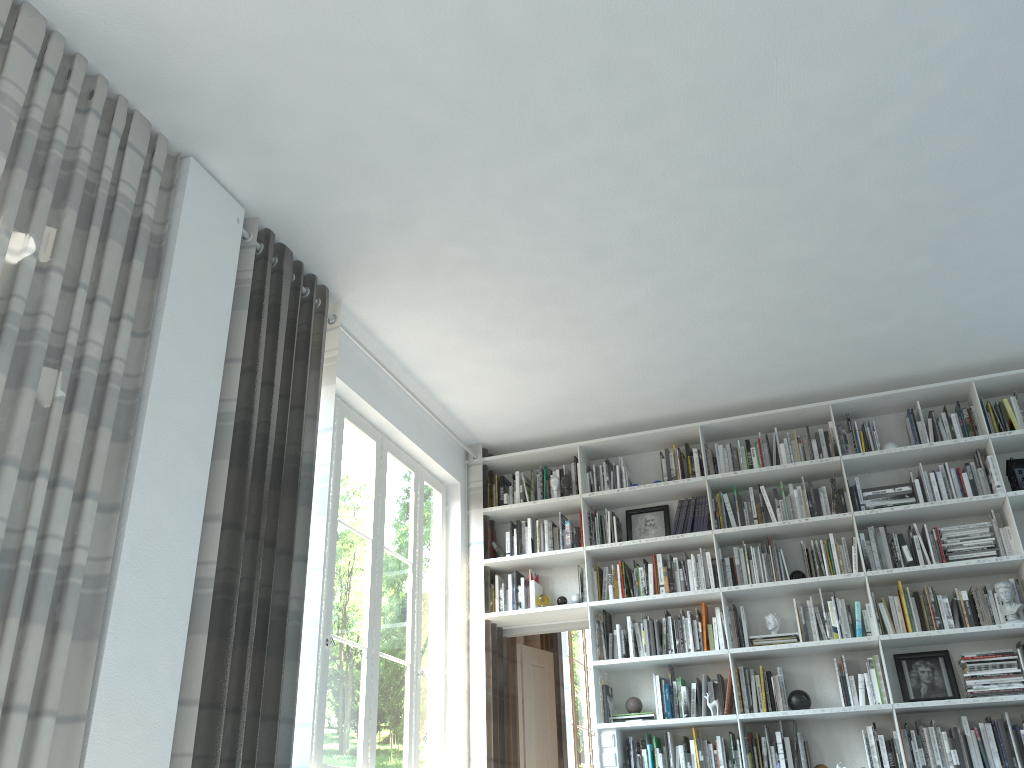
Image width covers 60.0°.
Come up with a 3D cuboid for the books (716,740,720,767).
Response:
[{"bbox_3d":[1.230,2.234,5.218,0.010,0.245,0.161,-10,-28,17],"label":"books"}]

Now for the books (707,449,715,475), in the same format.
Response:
[{"bbox_3d":[1.354,0.572,5.980,0.029,0.236,0.157,-10,-28,17],"label":"books"}]

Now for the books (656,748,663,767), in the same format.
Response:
[{"bbox_3d":[0.897,2.301,5.299,0.015,0.218,0.191,-10,-28,17],"label":"books"}]

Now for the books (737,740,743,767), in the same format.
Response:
[{"bbox_3d":[1.342,2.210,5.171,0.010,0.239,0.175,-10,-28,17],"label":"books"}]

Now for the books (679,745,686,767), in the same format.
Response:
[{"bbox_3d":[1.030,2.276,5.269,0.027,0.228,0.159,-10,-28,17],"label":"books"}]

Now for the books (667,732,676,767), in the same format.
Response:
[{"bbox_3d":[0.968,2.253,5.304,0.012,0.304,0.190,-10,-28,17],"label":"books"}]

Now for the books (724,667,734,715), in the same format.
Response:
[{"bbox_3d":[1.310,1.859,5.323,0.082,0.275,0.229,-10,-28,17],"label":"books"}]

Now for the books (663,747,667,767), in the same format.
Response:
[{"bbox_3d":[0.937,2.303,5.318,0.016,0.229,0.137,-10,-28,17],"label":"books"}]

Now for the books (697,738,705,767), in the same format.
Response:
[{"bbox_3d":[1.134,2.237,5.234,0.028,0.259,0.182,-10,-28,17],"label":"books"}]

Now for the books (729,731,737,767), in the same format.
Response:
[{"bbox_3d":[1.305,2.193,5.186,0.014,0.285,0.180,-10,-28,17],"label":"books"}]

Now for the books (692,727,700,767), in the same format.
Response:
[{"bbox_3d":[1.113,2.217,5.262,0.021,0.321,0.172,-10,-28,17],"label":"books"}]

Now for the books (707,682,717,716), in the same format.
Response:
[{"bbox_3d":[1.222,1.919,5.360,0.030,0.206,0.173,-10,-28,17],"label":"books"}]

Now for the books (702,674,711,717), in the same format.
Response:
[{"bbox_3d":[1.181,1.909,5.390,0.060,0.254,0.159,-10,-28,17],"label":"books"}]

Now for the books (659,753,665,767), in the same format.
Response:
[{"bbox_3d":[0.911,2.310,5.284,0.016,0.188,0.184,-10,-28,17],"label":"books"}]

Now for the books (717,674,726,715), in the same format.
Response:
[{"bbox_3d":[1.275,1.896,5.365,0.021,0.250,0.155,-10,-28,17],"label":"books"}]

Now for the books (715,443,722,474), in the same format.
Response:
[{"bbox_3d":[1.408,0.556,5.996,0.021,0.277,0.141,-10,-28,17],"label":"books"}]

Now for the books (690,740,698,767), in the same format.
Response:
[{"bbox_3d":[1.095,2.253,5.255,0.026,0.253,0.177,-10,-28,17],"label":"books"}]

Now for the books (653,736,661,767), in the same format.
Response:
[{"bbox_3d":[0.883,2.271,5.312,0.007,0.285,0.183,-10,-28,17],"label":"books"}]

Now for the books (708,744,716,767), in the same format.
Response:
[{"bbox_3d":[1.192,2.250,5.227,0.025,0.228,0.153,-10,-28,17],"label":"books"}]

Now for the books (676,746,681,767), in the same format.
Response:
[{"bbox_3d":[1.001,2.289,5.294,0.045,0.229,0.138,-10,-28,17],"label":"books"}]

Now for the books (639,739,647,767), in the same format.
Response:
[{"bbox_3d":[0.802,2.296,5.348,0.008,0.278,0.165,-10,-28,17],"label":"books"}]

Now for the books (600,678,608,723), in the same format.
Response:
[{"bbox_3d":[0.589,2.014,5.591,0.012,0.283,0.160,-10,-28,17],"label":"books"}]

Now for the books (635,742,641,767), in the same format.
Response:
[{"bbox_3d":[0.777,2.305,5.349,0.007,0.262,0.177,-10,-28,17],"label":"books"}]

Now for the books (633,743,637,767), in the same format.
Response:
[{"bbox_3d":[0.769,2.319,5.368,0.022,0.256,0.142,-10,-28,17],"label":"books"}]

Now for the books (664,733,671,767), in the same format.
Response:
[{"bbox_3d":[0.949,2.253,5.297,0.019,0.298,0.180,-10,-28,17],"label":"books"}]

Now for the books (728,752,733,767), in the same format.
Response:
[{"bbox_3d":[1.287,2.253,5.187,0.041,0.180,0.142,-10,-28,17],"label":"books"}]

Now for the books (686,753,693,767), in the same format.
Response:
[{"bbox_3d":[1.066,2.285,5.237,0.029,0.180,0.191,-10,-28,17],"label":"books"}]

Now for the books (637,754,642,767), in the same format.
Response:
[{"bbox_3d":[0.784,2.329,5.314,0.019,0.188,0.194,-10,-28,17],"label":"books"}]

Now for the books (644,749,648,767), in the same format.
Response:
[{"bbox_3d":[0.826,2.316,5.321,0.015,0.215,0.181,-10,-28,17],"label":"books"}]

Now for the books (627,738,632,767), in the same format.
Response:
[{"bbox_3d":[0.737,2.310,5.384,0.016,0.288,0.153,-10,-28,17],"label":"books"}]

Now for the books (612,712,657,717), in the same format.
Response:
[{"bbox_3d":[0.764,2.058,5.496,0.254,0.012,0.161,-11,-29,18],"label":"books"}]

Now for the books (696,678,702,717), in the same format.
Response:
[{"bbox_3d":[1.152,1.928,5.410,0.013,0.240,0.142,-10,-28,17],"label":"books"}]

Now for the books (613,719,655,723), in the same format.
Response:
[{"bbox_3d":[0.765,2.091,5.480,0.254,0.012,0.161,-11,-29,18],"label":"books"}]

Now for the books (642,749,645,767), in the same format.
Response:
[{"bbox_3d":[0.816,2.323,5.337,0.015,0.217,0.177,-10,-28,17],"label":"books"}]

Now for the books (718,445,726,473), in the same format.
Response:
[{"bbox_3d":[1.427,0.554,5.967,0.031,0.253,0.146,-10,-28,17],"label":"books"}]

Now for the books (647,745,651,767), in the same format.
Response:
[{"bbox_3d":[0.847,2.304,5.327,0.014,0.242,0.171,-10,-28,17],"label":"books"}]

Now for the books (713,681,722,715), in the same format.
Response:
[{"bbox_3d":[1.252,1.917,5.360,0.027,0.208,0.144,-10,-28,17],"label":"books"}]

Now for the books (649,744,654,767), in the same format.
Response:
[{"bbox_3d":[0.853,2.295,5.313,0.009,0.243,0.185,-10,-28,17],"label":"books"}]

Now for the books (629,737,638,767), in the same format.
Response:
[{"bbox_3d":[0.749,2.302,5.374,0.014,0.293,0.172,-10,-28,17],"label":"books"}]

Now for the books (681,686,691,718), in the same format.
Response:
[{"bbox_3d":[1.069,1.950,5.392,0.029,0.189,0.189,-10,-28,17],"label":"books"}]

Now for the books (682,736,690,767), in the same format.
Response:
[{"bbox_3d":[1.048,2.248,5.274,0.014,0.280,0.151,-10,-28,17],"label":"books"}]

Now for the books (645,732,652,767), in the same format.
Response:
[{"bbox_3d":[0.837,2.275,5.348,0.006,0.313,0.146,-10,-28,17],"label":"books"}]

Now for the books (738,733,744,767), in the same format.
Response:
[{"bbox_3d":[1.365,2.199,5.194,0.024,0.279,0.136,-10,-28,17],"label":"books"}]

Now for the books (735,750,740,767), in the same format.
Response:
[{"bbox_3d":[1.335,2.248,5.186,0.023,0.186,0.131,-10,-28,17],"label":"books"}]

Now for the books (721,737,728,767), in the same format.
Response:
[{"bbox_3d":[1.261,2.223,5.213,0.013,0.259,0.143,-10,-28,17],"label":"books"}]

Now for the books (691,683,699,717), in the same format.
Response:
[{"bbox_3d":[1.120,1.946,5.414,0.056,0.213,0.143,-10,-28,17],"label":"books"}]

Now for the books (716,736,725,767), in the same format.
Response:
[{"bbox_3d":[1.239,2.215,5.203,0.021,0.264,0.186,-10,-28,17],"label":"books"}]

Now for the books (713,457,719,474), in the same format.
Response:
[{"bbox_3d":[1.385,0.598,5.973,0.024,0.182,0.134,-10,-28,17],"label":"books"}]

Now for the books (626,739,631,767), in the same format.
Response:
[{"bbox_3d":[0.726,2.315,5.388,0.008,0.283,0.160,-10,-28,17],"label":"books"}]

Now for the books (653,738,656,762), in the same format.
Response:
[{"bbox_3d":[0.884,2.286,5.332,0.009,0.276,0.158,-10,-28,17],"label":"books"}]

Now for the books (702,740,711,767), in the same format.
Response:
[{"bbox_3d":[1.162,2.239,5.227,0.028,0.248,0.159,-10,-28,17],"label":"books"}]

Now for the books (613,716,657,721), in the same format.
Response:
[{"bbox_3d":[0.763,2.078,5.482,0.254,0.012,0.161,-9,-28,14],"label":"books"}]

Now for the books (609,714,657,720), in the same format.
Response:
[{"bbox_3d":[0.762,2.066,5.485,0.285,0.012,0.160,-13,-29,20],"label":"books"}]

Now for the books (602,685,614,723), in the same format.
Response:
[{"bbox_3d":[0.605,2.025,5.568,0.028,0.242,0.157,-10,-28,17],"label":"books"}]

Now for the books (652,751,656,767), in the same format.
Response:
[{"bbox_3d":[0.876,2.321,5.328,0.016,0.210,0.146,-10,-28,17],"label":"books"}]

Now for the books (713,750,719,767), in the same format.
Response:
[{"bbox_3d":[1.216,2.262,5.215,0.023,0.193,0.140,-10,-28,17],"label":"books"}]
